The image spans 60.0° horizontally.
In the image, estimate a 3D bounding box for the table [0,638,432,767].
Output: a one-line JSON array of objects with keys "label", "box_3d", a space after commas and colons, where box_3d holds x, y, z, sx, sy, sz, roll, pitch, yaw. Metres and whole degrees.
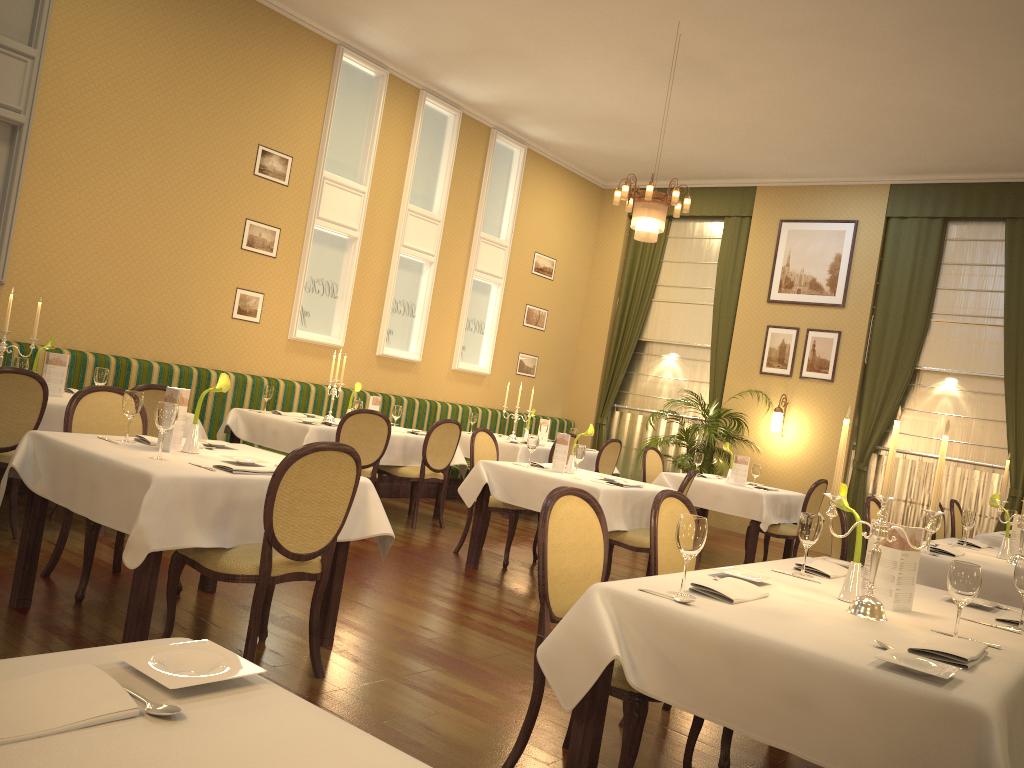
[{"label": "table", "box_3d": [-0.696, 0.764, 0.483, 1.385, 0.759, 2.152, 9, -1, 38]}]

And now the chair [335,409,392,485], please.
[{"label": "chair", "box_3d": [-1.300, 0.649, 7.070, 0.530, 0.955, 0.571, 10, -1, -27]}]

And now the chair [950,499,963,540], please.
[{"label": "chair", "box_3d": [4.232, 1.573, 8.066, 0.571, 0.955, 0.530, 9, -1, 38]}]

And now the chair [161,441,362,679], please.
[{"label": "chair", "box_3d": [-0.976, 0.658, 3.537, 0.571, 0.955, 0.530, 9, -1, 38]}]

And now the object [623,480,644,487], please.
[{"label": "object", "box_3d": [0.857, 0.703, 6.246, 0.181, 0.015, 0.038, 9, -1, 39]}]

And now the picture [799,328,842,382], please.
[{"label": "picture", "box_3d": [3.713, -0.348, 10.690, 0.412, 0.619, 0.022, 9, -1, 38]}]

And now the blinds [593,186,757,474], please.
[{"label": "blinds", "box_3d": [2.123, -0.543, 12.020, 1.934, 4.537, 0.225, 9, -1, 37]}]

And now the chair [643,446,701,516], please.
[{"label": "chair", "box_3d": [1.556, 1.142, 8.868, 0.571, 0.955, 0.530, 9, -1, 38]}]

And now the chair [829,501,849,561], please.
[{"label": "chair", "box_3d": [2.154, 1.197, 5.370, 0.571, 0.955, 0.530, 9, -1, 13]}]

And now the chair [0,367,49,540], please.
[{"label": "chair", "box_3d": [-2.957, 0.349, 4.918, 0.571, 0.955, 0.530, 9, -1, 38]}]

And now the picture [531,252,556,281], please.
[{"label": "picture", "box_3d": [0.436, -1.588, 11.976, 0.008, 0.294, 0.504, 9, -1, 38]}]

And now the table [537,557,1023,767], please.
[{"label": "table", "box_3d": [1.130, 1.094, 2.865, 1.385, 0.759, 2.152, 9, -1, 38]}]

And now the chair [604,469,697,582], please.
[{"label": "chair", "box_3d": [0.882, 0.995, 5.959, 0.571, 0.955, 0.530, 9, -1, 18]}]

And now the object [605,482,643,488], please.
[{"label": "object", "box_3d": [0.768, 0.683, 6.041, 0.142, 0.024, 0.273, 9, -1, 38]}]

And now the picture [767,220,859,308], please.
[{"label": "picture", "box_3d": [3.672, -1.492, 10.876, 0.966, 1.057, 0.027, 9, -1, 38]}]

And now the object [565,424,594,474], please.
[{"label": "object", "box_3d": [0.482, 0.460, 6.328, 0.163, 0.375, 0.076, 9, -1, 15]}]

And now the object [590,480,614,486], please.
[{"label": "object", "box_3d": [0.601, 0.659, 5.933, 0.185, 0.010, 0.017, 9, -1, 38]}]

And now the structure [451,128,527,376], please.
[{"label": "structure", "box_3d": [-0.303, -1.616, 11.061, 0.200, 2.985, 0.670, 9, -1, 38]}]

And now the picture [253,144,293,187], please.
[{"label": "picture", "box_3d": [-2.270, -2.078, 8.445, 0.008, 0.294, 0.401, 9, -1, 38]}]

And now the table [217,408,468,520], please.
[{"label": "table", "box_3d": [-1.429, 0.733, 7.788, 1.385, 0.759, 2.152, 9, -1, 38]}]

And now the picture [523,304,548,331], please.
[{"label": "picture", "box_3d": [0.321, -0.893, 11.967, 0.008, 0.294, 0.504, 9, -1, 38]}]

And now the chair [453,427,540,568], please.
[{"label": "chair", "box_3d": [-0.072, 0.847, 6.748, 0.571, 0.955, 0.530, 9, -1, 28]}]

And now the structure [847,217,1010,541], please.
[{"label": "structure", "box_3d": [4.916, -0.095, 9.955, 1.900, 4.511, 0.134, 9, -1, 38]}]

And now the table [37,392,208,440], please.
[{"label": "table", "box_3d": [-3.064, 0.437, 5.654, 1.385, 0.759, 2.152, 9, -1, 38]}]

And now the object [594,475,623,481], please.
[{"label": "object", "box_3d": [0.685, 0.671, 6.240, 0.160, 0.024, 0.160, 9, -1, 38]}]

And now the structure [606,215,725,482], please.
[{"label": "structure", "box_3d": [2.188, -0.518, 12.111, 1.942, 4.511, 0.123, 9, -1, 38]}]

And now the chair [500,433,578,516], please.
[{"label": "chair", "box_3d": [0.309, 0.940, 9.182, 0.571, 0.955, 0.530, 9, -1, 38]}]

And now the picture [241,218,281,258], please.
[{"label": "picture", "box_3d": [-2.384, -1.383, 8.436, 0.008, 0.294, 0.401, 9, -1, 38]}]

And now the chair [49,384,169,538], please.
[{"label": "chair", "box_3d": [-2.451, 0.441, 5.577, 0.571, 0.955, 0.530, 9, -1, 38]}]

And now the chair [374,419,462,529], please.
[{"label": "chair", "box_3d": [-0.812, 0.737, 7.716, 0.571, 0.955, 0.530, 9, -1, 38]}]

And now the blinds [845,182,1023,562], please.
[{"label": "blinds", "box_3d": [4.852, -0.120, 9.857, 1.878, 4.537, 0.129, 9, -1, 38]}]

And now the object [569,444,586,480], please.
[{"label": "object", "box_3d": [0.441, 0.522, 5.958, 0.088, 0.229, 0.088, 9, -1, -10]}]

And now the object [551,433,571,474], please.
[{"label": "object", "box_3d": [0.341, 0.488, 6.294, 0.081, 0.277, 0.166, 9, -1, -6]}]

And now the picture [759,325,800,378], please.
[{"label": "picture", "box_3d": [3.316, -0.410, 11.003, 0.412, 0.619, 0.022, 9, -1, 38]}]

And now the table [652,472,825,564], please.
[{"label": "table", "box_3d": [2.086, 1.321, 8.430, 1.389, 0.759, 1.395, 9, -1, 39]}]

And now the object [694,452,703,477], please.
[{"label": "object", "box_3d": [1.772, 0.773, 8.473, 0.088, 0.229, 0.088, 9, -1, -4]}]

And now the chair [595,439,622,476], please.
[{"label": "chair", "box_3d": [0.844, 1.036, 9.826, 0.571, 0.955, 0.530, 9, -1, 38]}]

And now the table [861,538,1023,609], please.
[{"label": "table", "box_3d": [2.938, 1.421, 5.225, 1.385, 0.759, 2.152, 9, -1, 38]}]

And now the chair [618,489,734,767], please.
[{"label": "chair", "box_3d": [0.808, 0.953, 3.597, 0.571, 0.955, 0.530, 9, -1, 38]}]

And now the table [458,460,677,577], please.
[{"label": "table", "box_3d": [0.455, 1.025, 6.301, 1.389, 0.759, 1.395, 9, -1, 39]}]

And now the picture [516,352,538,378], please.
[{"label": "picture", "box_3d": [0.207, -0.252, 11.948, 0.008, 0.294, 0.437, 9, -1, 38]}]

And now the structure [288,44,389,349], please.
[{"label": "structure", "box_3d": [-1.794, -1.886, 9.116, 0.200, 2.985, 0.687, 9, -1, 38]}]

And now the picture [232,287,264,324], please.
[{"label": "picture", "box_3d": [-2.501, -0.742, 8.414, 0.008, 0.294, 0.313, 9, -1, 38]}]

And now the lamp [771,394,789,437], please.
[{"label": "lamp", "box_3d": [3.245, 0.372, 10.754, 0.114, 0.513, 0.323, 9, -1, 27]}]

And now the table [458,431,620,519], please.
[{"label": "table", "box_3d": [0.203, 1.028, 9.918, 1.385, 0.759, 2.152, 9, -1, 38]}]

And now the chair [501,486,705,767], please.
[{"label": "chair", "box_3d": [0.341, 0.869, 2.988, 0.571, 0.955, 0.530, 9, -1, 38]}]

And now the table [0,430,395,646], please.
[{"label": "table", "box_3d": [-1.383, 0.692, 3.902, 1.389, 0.759, 1.395, 9, -1, 39]}]

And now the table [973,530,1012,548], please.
[{"label": "table", "box_3d": [4.554, 1.714, 7.335, 1.385, 0.759, 2.152, 9, -1, 38]}]

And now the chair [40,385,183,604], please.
[{"label": "chair", "box_3d": [-1.913, 0.514, 4.340, 0.571, 0.955, 0.530, 9, -1, 38]}]

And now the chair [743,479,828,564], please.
[{"label": "chair", "box_3d": [2.494, 1.287, 8.065, 0.571, 0.955, 0.530, 9, -1, 38]}]

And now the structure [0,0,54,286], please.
[{"label": "structure", "box_3d": [-3.896, -2.326, 6.361, 0.200, 3.103, 0.956, 9, -1, 38]}]

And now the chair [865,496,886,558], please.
[{"label": "chair", "box_3d": [2.616, 1.281, 5.957, 0.571, 0.955, 0.530, 9, -1, 38]}]

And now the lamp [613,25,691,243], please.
[{"label": "lamp", "box_3d": [1.257, -2.086, 7.396, 0.593, 1.796, 0.593, 9, -1, 36]}]

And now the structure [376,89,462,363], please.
[{"label": "structure", "box_3d": [-1.071, -1.755, 10.060, 0.200, 2.985, 0.661, 9, -1, 38]}]

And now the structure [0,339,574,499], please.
[{"label": "structure", "box_3d": [-3.390, 0.266, 6.837, 0.850, 1.031, 14.516, 9, -1, 38]}]

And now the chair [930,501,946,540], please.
[{"label": "chair", "box_3d": [3.765, 1.489, 7.456, 0.571, 0.955, 0.530, 9, -1, 38]}]
